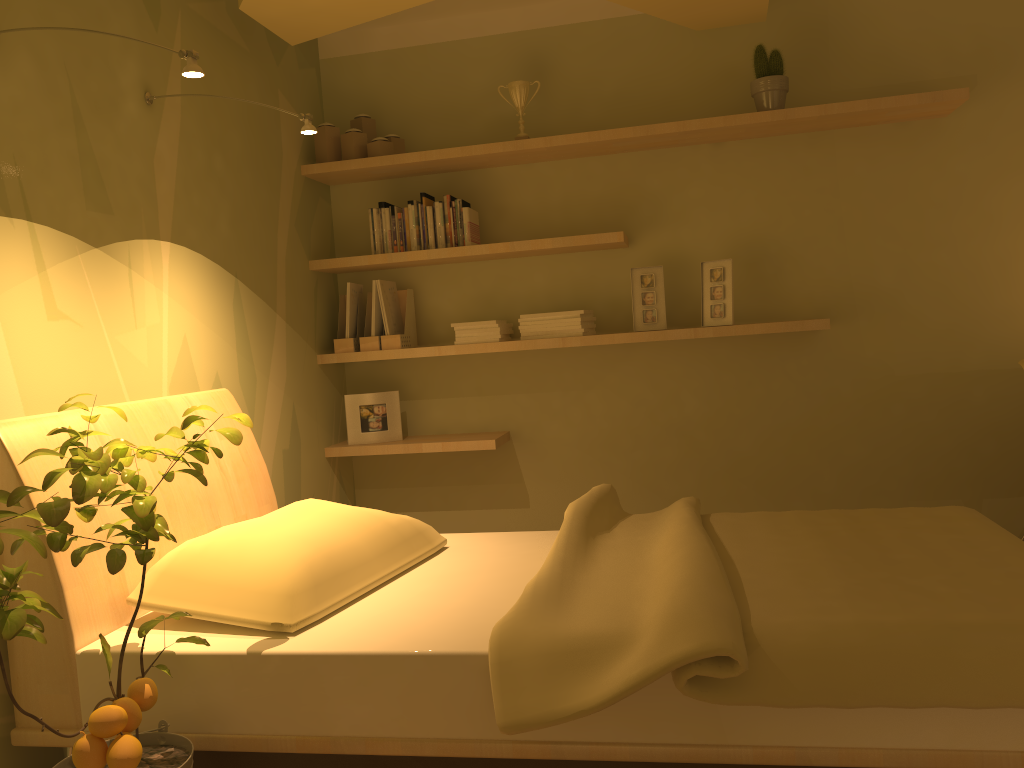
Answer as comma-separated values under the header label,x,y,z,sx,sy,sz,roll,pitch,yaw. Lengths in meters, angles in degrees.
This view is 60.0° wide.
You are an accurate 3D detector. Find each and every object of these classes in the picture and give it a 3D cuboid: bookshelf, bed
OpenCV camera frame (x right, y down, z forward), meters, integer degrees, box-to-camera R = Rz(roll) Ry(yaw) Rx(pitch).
label,x,y,z,sx,sy,sz,roll,pitch,yaw
bookshelf,0.458,-0.391,3.657,2.605,1.240,0.300,-3,3,12
bed,0.127,0.424,2.211,2.378,0.894,1.286,-3,3,11

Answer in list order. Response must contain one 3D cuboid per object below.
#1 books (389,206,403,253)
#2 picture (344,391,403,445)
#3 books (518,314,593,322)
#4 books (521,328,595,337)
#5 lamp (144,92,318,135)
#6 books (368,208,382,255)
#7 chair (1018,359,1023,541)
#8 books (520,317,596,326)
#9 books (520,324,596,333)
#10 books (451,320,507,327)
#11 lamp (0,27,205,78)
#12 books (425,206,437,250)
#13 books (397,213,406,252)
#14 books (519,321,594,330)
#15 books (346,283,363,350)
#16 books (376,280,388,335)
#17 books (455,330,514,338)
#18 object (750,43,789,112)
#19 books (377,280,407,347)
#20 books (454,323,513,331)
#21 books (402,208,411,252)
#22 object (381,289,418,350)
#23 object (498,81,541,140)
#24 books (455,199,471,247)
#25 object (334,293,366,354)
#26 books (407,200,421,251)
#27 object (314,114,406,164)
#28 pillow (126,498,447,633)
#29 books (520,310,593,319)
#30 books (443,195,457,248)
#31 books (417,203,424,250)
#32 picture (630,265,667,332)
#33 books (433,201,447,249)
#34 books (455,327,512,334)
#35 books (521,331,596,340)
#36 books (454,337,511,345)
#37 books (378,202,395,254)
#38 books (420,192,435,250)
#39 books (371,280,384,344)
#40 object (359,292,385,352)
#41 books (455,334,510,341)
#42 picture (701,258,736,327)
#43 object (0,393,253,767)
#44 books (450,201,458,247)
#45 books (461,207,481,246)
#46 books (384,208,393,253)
label,x,y,z,sx,sy,sz,roll,pitch,yaw
books,-0.484,-0.655,3.823,0.032,0.203,0.157,-3,3,12
picture,-0.607,0.145,3.892,0.247,0.219,0.131,-5,3,-11
books,0.186,-0.278,3.730,0.270,0.015,0.190,-3,3,22
books,0.195,-0.217,3.721,0.270,0.015,0.190,-3,3,19
lamp,-0.836,-0.809,2.635,0.533,0.178,0.050,-3,3,12
books,-0.572,-0.649,3.841,0.040,0.203,0.157,-3,3,12
chair,1.959,0.302,2.999,0.546,0.785,0.531,-2,4,31
books,0.194,-0.262,3.710,0.270,0.015,0.190,-3,3,25
books,0.194,-0.232,3.711,0.270,0.015,0.190,-3,3,24
books,-0.138,-0.257,3.778,0.190,0.015,0.270,-4,3,9
lamp,-0.957,-0.767,2.030,0.533,0.178,0.050,-3,3,12
books,-0.327,-0.654,3.783,0.032,0.184,0.173,-3,3,12
books,-0.457,-0.641,3.819,0.021,0.172,0.157,-3,3,12
books,0.187,-0.247,3.713,0.270,0.015,0.190,-3,3,22
books,-0.692,-0.290,3.888,0.048,0.297,0.214,-4,3,6
books,-0.526,-0.300,3.851,0.036,0.296,0.210,-3,3,12
books,-0.114,-0.214,3.790,0.190,0.015,0.270,-3,3,12
object,1.004,-1.192,3.462,0.145,0.294,0.145,-5,3,-7
books,-0.517,-0.301,3.853,0.043,0.296,0.210,-3,3,12
books,-0.118,-0.244,3.790,0.190,0.015,0.270,-3,3,13
books,-0.430,-0.653,3.818,0.032,0.193,0.146,-3,3,12
object,-0.495,-0.282,3.850,0.087,0.259,0.236,-3,3,12
object,0.038,-1.121,3.703,0.160,0.268,0.095,-5,3,-18
books,-0.203,-0.672,3.766,0.032,0.203,0.157,-3,3,12
object,-0.713,-0.269,3.894,0.087,0.259,0.236,-4,3,6
books,-0.399,-0.667,3.801,0.038,0.217,0.166,-3,3,12
object,-0.656,-1.057,3.823,0.349,0.229,0.234,-3,3,13
pillow,-0.553,0.450,2.359,0.482,0.213,0.801,-3,3,22
books,0.189,-0.292,3.716,0.270,0.015,0.190,-3,3,17
books,-0.255,-0.682,3.785,0.032,0.229,0.138,-3,3,12
books,-0.371,-0.662,3.801,0.017,0.203,0.155,-3,3,12
picture,0.570,-0.352,3.691,0.134,0.264,0.171,-4,3,11
books,-0.291,-0.667,3.784,0.040,0.203,0.157,-3,3,12
books,-0.117,-0.228,3.783,0.190,0.015,0.270,-4,3,11
books,0.196,-0.203,3.721,0.270,0.015,0.190,-3,3,22
books,-0.121,-0.183,3.789,0.190,0.015,0.270,-4,3,11
books,-0.536,-0.665,3.842,0.032,0.229,0.138,-3,3,12
books,-0.354,-0.685,3.795,0.021,0.247,0.157,-3,3,12
books,-0.569,-0.298,3.862,0.048,0.297,0.214,-3,3,11
object,-0.589,-0.276,3.869,0.087,0.259,0.236,-3,3,11
books,-0.122,-0.198,3.789,0.190,0.015,0.270,-4,3,8
picture,0.857,-0.368,3.589,0.134,0.264,0.171,-2,4,38
object,-0.740,0.496,1.568,0.372,0.944,0.828,-4,3,5
books,-0.229,-0.668,3.771,0.022,0.198,0.157,-3,3,12
books,-0.173,-0.653,3.750,0.032,0.163,0.178,-3,3,12
books,-0.510,-0.651,3.829,0.022,0.198,0.157,-3,3,12
